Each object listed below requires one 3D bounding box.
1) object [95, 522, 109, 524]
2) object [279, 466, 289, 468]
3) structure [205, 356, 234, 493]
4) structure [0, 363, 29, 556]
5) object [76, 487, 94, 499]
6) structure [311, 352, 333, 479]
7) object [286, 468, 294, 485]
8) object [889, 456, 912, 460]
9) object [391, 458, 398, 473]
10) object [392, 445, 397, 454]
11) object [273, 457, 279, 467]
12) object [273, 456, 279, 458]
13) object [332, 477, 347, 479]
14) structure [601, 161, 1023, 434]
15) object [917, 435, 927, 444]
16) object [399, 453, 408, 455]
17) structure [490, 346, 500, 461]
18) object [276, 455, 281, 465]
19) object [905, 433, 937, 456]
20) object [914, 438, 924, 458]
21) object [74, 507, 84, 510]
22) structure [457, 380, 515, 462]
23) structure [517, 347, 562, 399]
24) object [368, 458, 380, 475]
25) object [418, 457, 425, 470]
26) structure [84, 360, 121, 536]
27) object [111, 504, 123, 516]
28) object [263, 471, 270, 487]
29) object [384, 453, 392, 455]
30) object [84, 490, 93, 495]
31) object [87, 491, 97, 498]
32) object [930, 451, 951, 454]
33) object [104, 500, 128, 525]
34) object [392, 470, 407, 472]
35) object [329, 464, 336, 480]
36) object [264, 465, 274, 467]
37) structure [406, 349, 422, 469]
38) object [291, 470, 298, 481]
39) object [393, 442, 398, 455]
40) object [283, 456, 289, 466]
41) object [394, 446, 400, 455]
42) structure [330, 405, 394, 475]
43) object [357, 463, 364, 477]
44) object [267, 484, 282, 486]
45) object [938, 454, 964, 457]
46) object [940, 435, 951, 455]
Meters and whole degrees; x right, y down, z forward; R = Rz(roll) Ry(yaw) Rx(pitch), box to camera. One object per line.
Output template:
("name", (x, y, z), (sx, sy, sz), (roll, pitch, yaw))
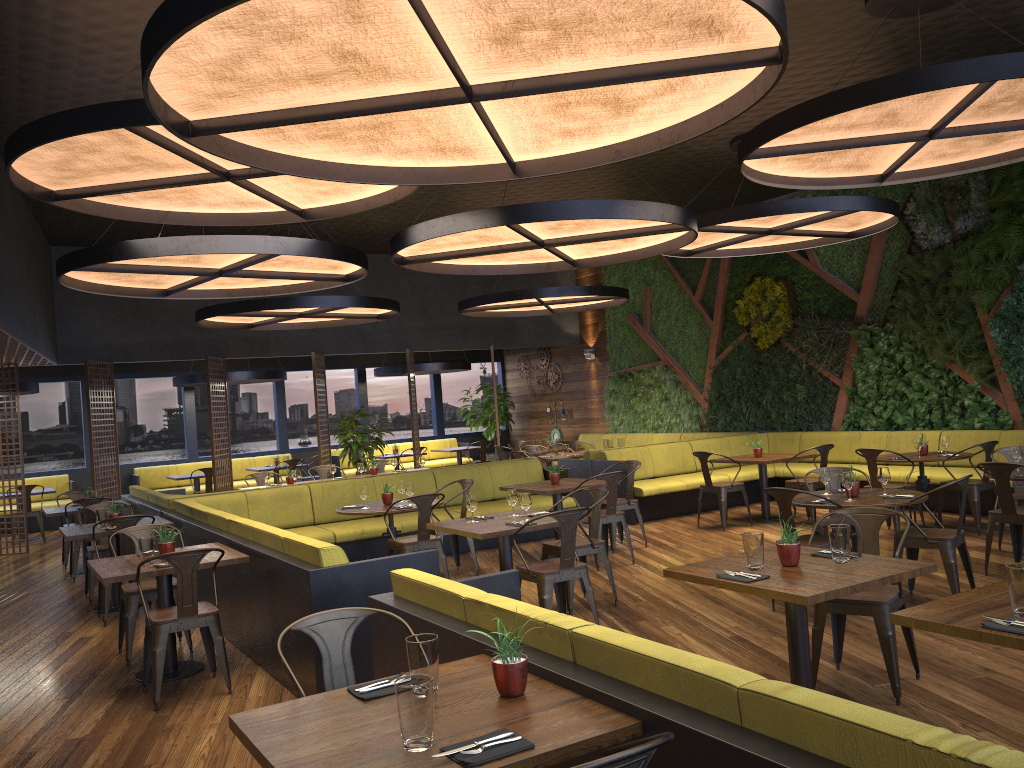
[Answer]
("object", (-3.900, 1.334, 8.606), (0.255, 0.019, 0.157), (-3, -1, -31))
("object", (-4.161, 1.494, 16.058), (0.255, 0.019, 0.157), (-3, -1, -31))
("structure", (-4.654, 0.916, 14.173), (0.050, 2.700, 0.852), (-4, -1, -1))
("structure", (-7.606, 1.100, 12.578), (1.319, 2.700, 0.050), (-4, -1, -1))
("object", (-5.107, 1.334, 10.655), (0.260, 0.271, 0.238), (-4, -1, -29))
("structure", (-3.198, 0.828, 15.047), (0.050, 2.700, 0.852), (-4, -1, -1))
("object", (-2.934, 1.196, 11.683), (0.238, 0.271, 0.260), (-4, -1, -9))
("object", (4.089, 0.773, 9.310), (0.255, 0.019, 0.157), (-3, -1, -33))
("object", (-1.667, 1.157, 12.585), (0.097, 0.206, 0.097), (-4, -1, 15))
("object", (-2.349, 1.315, 17.736), (0.102, 0.178, 0.102), (-5, -2, 45))
("object", (-4.292, 1.426, 16.169), (0.102, 0.178, 0.102), (-5, -2, 45))
("object", (-4.387, 1.439, 16.515), (0.102, 0.178, 0.102), (-5, -2, 45))
("object", (-2.383, 1.297, 12.281), (0.157, 0.019, 0.255), (-3, -1, -31))
("structure", (4.124, -0.677, 13.684), (0.918, 4.593, 9.182), (-3, -1, -32))
("object", (4.471, 0.658, 9.668), (0.097, 0.206, 0.097), (-4, -1, -11))
("object", (-2.122, 1.370, 17.280), (0.255, 0.019, 0.157), (-3, -1, -31))
("structure", (-0.287, 0.650, 16.793), (0.050, 2.700, 0.852), (-4, -1, -1))
("object", (-4.334, 1.386, 16.350), (0.238, 0.271, 0.260), (-4, -1, -9))
("object", (4.372, 0.626, 9.477), (0.260, 0.271, 0.238), (-4, -1, 8))
("object", (4.249, 0.666, 9.262), (0.097, 0.206, 0.097), (-3, -1, -41))
("object", (-4.986, 1.446, 10.364), (0.255, 0.019, 0.157), (-3, -1, -31))
("structure", (-0.451, 0.982, 20.022), (1.493, 2.184, 1.272), (-3, -1, -31))
("structure", (0.577, -0.261, 19.730), (0.058, 1.178, 1.791), (-3, -1, -31))
("object", (-1.928, 1.135, 12.286), (0.238, 0.271, 0.260), (-4, -1, -9))
("object", (-1.261, 1.125, 12.434), (0.097, 0.206, 0.097), (-4, -1, 15))
("structure", (-6.110, 1.005, 13.300), (0.050, 2.700, 0.852), (-4, -1, -1))
("object", (-3.781, 1.244, 8.497), (0.102, 0.178, 0.102), (-5, -2, 45))
("object", (-3.223, 1.252, 11.651), (0.097, 0.206, 0.097), (-4, -1, 15))
("object", (-2.468, 1.405, 17.845), (0.255, 0.019, 0.157), (-3, -1, -31))
("object", (-5.166, 1.388, 10.820), (0.102, 0.178, 0.102), (-4, -1, -15))
("object", (-4.994, 1.370, 10.549), (0.102, 0.178, 0.102), (-4, -1, -25))
("object", (4.641, 0.739, 9.607), (0.255, 0.019, 0.157), (-4, -1, -29))
("object", (-3.738, 1.192, 8.359), (0.260, 0.271, 0.238), (-4, -1, -29))
("object", (-1.605, 1.250, 12.748), (0.157, 0.019, 0.255), (-3, -1, -31))
("object", (-2.445, 1.205, 12.118), (0.097, 0.206, 0.097), (-4, -1, 15))
("object", (-4.506, 1.530, 16.623), (0.255, 0.019, 0.157), (-3, -1, -31))
("structure", (-1.742, 0.739, 15.920), (0.050, 2.700, 0.852), (-4, -1, -1))
("object", (-2.817, 1.220, 11.500), (0.097, 0.206, 0.097), (-4, -1, 15))
("object", (-2.313, 1.262, 17.557), (0.238, 0.271, 0.260), (-4, -1, -9))
("object", (-4.166, 1.420, 16.357), (0.102, 0.178, 0.102), (-5, -2, 45))
("object", (-2.253, 1.301, 17.391), (0.102, 0.178, 0.102), (-5, -2, 45))
("structure", (-2.527, 1.243, 14.662), (0.993, 1.763, 1.166), (-5, -1, 29))
("object", (-2.039, 1.172, 11.967), (0.097, 0.206, 0.097), (-4, -1, 15))
("object", (-3.161, 1.345, 11.814), (0.157, 0.019, 0.255), (-3, -1, -31))
("object", (4.526, 0.739, 9.189), (0.157, 0.019, 0.255), (-3, -1, -31))
("object", (4.573, 0.645, 9.356), (0.097, 0.206, 0.097), (-5, -1, 23))
